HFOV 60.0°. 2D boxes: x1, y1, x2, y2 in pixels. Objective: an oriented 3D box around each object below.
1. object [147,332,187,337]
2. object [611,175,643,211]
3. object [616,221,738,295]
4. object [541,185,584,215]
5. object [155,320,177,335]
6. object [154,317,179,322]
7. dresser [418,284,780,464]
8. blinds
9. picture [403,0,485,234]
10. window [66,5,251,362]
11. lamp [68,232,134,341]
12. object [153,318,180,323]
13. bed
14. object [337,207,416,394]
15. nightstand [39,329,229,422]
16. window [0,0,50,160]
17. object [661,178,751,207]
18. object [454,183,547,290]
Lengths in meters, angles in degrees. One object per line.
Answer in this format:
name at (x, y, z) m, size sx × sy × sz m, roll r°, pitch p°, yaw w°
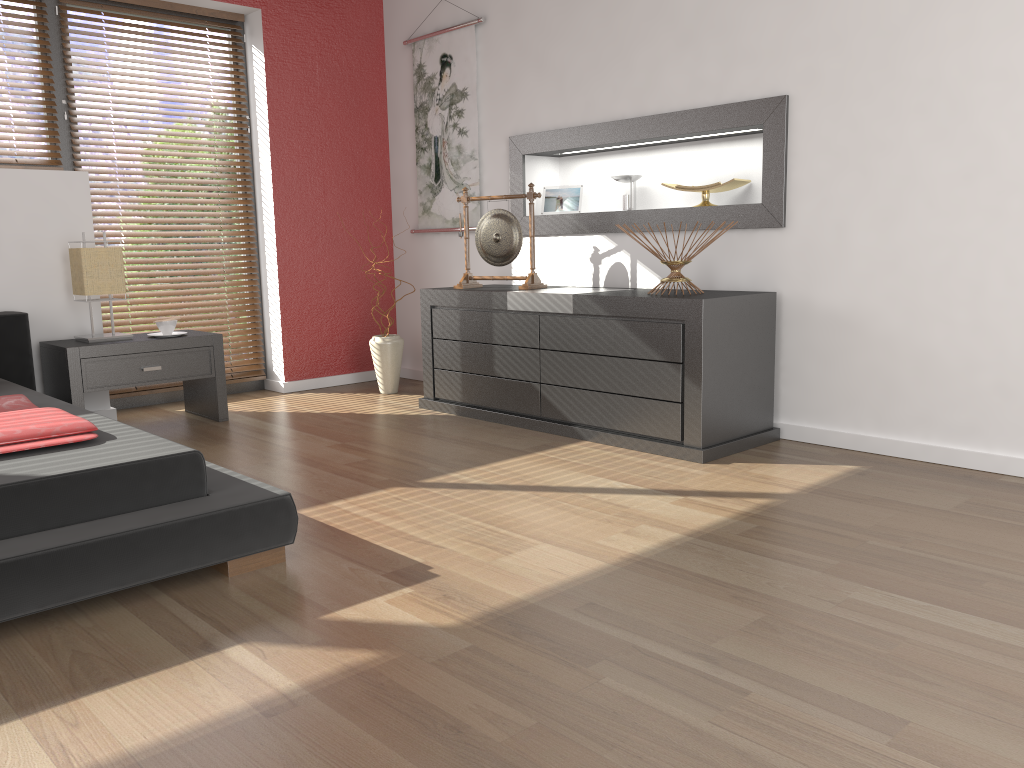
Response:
object at (-1.635, -0.234, 4.209) m, size 0.179 × 0.012 × 0.179 m, roll -4°, pitch 9°, yaw -17°
object at (0.557, -0.920, 4.300) m, size 0.159 × 0.171 × 0.159 m, roll 0°, pitch 9°, yaw 6°
object at (0.660, -0.506, 3.570) m, size 0.481 × 0.282 × 0.481 m, roll 1°, pitch 9°, yaw 13°
object at (0.257, -0.949, 4.572) m, size 0.226 × 0.146 × 0.041 m, roll 3°, pitch 10°, yaw 27°
object at (-1.636, -0.266, 4.204) m, size 0.099 × 0.069 × 0.099 m, roll -4°, pitch 9°, yaw -17°
object at (-1.637, -0.304, 4.204) m, size 0.007 × 0.007 × 0.192 m, roll 1°, pitch 9°, yaw 12°
dresser at (0.305, -0.124, 4.045) m, size 0.540 × 0.608 × 1.740 m, roll -9°, pitch 12°, yaw -42°
blinds at (-3.250, -0.723, 3.438) m, size 4.840 × 1.952 × 0.032 m, roll -9°, pitch 12°, yaw -42°
picture at (-0.377, -1.495, 4.979) m, size 0.028 × 1.270 × 0.701 m, roll -9°, pitch 12°, yaw -42°
window at (-1.866, -1.004, 4.788) m, size 0.889 × 1.893 × 0.020 m, roll -9°, pitch 12°, yaw -42°
lamp at (-1.895, -0.453, 4.067) m, size 0.200 × 0.480 × 0.200 m, roll -9°, pitch 12°, yaw -42°
object at (-1.628, -0.301, 4.183) m, size 0.007 × 0.007 × 0.192 m, roll 1°, pitch 9°, yaw 17°
bed at (-2.289, 0.216, 2.359) m, size 2.469 × 0.577 × 2.413 m, roll -9°, pitch 12°, yaw -42°
object at (-0.753, -0.455, 4.914) m, size 0.364 × 1.035 × 0.422 m, roll 2°, pitch 10°, yaw 22°
nightstand at (-1.770, -0.007, 4.189) m, size 0.700 × 0.423 × 0.413 m, roll -9°, pitch 12°, yaw -42°
window at (-3.307, -1.302, 3.400) m, size 2.817 × 0.786 × 0.020 m, roll -9°, pitch 12°, yaw -42°
object at (0.863, -0.843, 3.953) m, size 0.350 × 0.116 × 0.181 m, roll 6°, pitch 11°, yaw 37°
object at (-0.064, -0.714, 4.307) m, size 0.490 × 0.498 × 0.173 m, roll 4°, pitch 11°, yaw 32°
